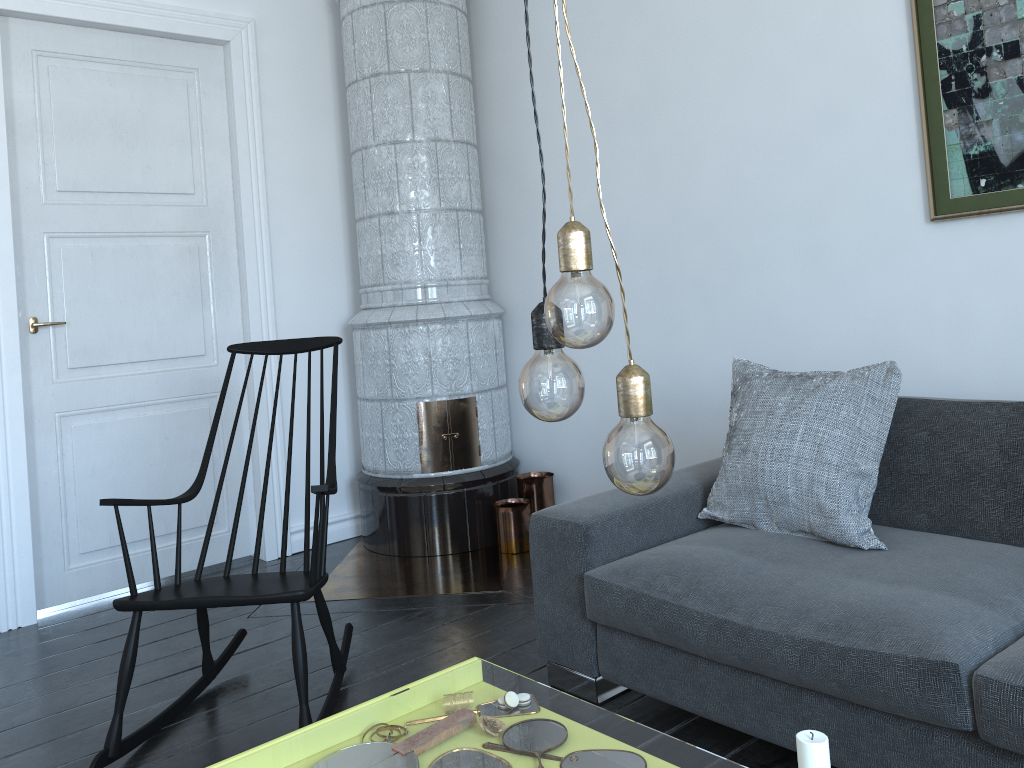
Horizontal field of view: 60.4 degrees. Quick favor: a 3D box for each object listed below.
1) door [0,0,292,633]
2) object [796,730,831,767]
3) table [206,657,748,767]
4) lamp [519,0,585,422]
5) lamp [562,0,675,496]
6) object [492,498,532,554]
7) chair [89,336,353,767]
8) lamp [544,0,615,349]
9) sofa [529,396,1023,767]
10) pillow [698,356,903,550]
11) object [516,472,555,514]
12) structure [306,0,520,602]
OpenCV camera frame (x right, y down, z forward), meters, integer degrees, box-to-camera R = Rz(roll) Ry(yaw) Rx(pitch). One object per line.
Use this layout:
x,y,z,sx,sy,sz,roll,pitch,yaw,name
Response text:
-1.577,-0.389,3.706,1.174,2.480,0.115,-4,-1,-41,door
0.334,0.467,0.962,0.074,0.174,0.074,-4,0,-6,object
0.175,0.768,0.947,0.604,0.399,1.397,-7,5,-40,table
-0.012,-0.705,0.998,0.074,1.501,0.086,-5,-2,11,lamp
0.069,-0.633,0.929,0.089,1.501,0.074,-4,-2,-17,lamp
0.008,0.617,3.825,0.173,0.200,0.172,-3,2,39,object
-0.744,0.393,2.518,0.612,1.006,0.907,-4,1,4,chair
0.015,-0.784,0.944,0.074,1.501,0.074,-5,-2,6,lamp
1.195,0.439,1.886,1.090,0.723,2.366,-7,5,-40,sofa
1.300,0.191,1.912,0.480,0.492,2.050,-6,5,-36,pillow
0.114,0.554,3.974,0.176,0.281,0.172,-5,0,-41,object
-0.458,-0.710,3.971,0.777,2.896,1.269,-5,0,5,structure
